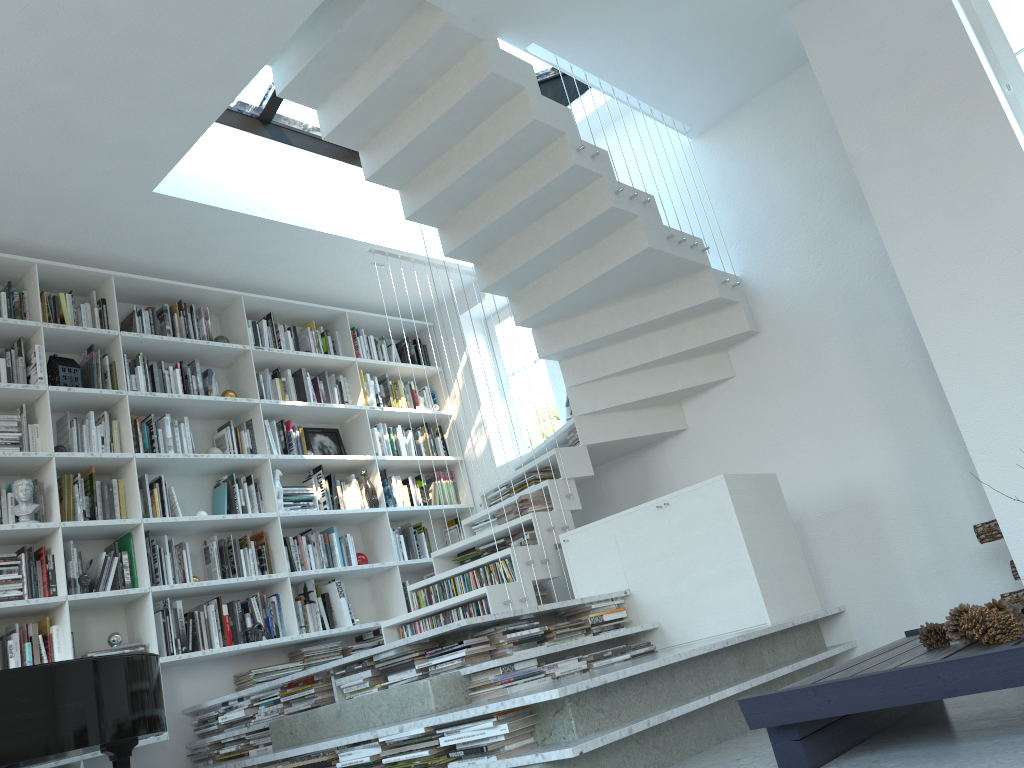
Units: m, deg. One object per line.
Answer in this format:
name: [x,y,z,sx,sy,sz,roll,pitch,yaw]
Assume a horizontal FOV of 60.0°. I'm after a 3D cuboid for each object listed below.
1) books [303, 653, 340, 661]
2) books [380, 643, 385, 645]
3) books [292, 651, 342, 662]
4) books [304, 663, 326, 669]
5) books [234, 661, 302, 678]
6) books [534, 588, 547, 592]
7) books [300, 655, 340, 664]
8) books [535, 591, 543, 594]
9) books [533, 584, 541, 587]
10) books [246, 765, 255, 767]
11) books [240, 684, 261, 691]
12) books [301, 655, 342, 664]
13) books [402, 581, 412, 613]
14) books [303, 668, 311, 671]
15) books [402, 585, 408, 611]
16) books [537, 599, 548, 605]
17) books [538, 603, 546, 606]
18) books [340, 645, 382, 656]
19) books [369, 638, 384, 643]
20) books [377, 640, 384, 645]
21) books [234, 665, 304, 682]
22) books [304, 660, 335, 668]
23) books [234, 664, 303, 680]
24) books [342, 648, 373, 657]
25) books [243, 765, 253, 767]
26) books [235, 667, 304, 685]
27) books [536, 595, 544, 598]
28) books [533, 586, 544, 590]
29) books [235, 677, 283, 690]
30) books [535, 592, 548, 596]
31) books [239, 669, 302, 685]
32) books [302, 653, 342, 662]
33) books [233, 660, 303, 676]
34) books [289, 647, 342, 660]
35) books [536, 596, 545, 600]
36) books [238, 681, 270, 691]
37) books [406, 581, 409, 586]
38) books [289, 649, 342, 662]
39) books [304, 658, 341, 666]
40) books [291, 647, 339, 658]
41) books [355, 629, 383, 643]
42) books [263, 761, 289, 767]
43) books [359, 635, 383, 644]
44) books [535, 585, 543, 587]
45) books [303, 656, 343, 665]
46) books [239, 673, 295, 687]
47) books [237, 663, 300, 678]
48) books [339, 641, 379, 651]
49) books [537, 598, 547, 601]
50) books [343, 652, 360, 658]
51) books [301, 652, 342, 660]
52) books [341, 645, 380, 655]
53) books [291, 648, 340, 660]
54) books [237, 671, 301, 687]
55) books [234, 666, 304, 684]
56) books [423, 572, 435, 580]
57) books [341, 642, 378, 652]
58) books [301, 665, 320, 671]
books: [-1.198,1.675,5.400,0.161,0.005,0.254,-28,-22,36]
books: [-0.829,1.695,5.751,0.283,0.010,0.169,-28,-22,36]
books: [-1.201,1.665,5.404,0.160,0.005,0.285,-28,-22,36]
books: [-1.186,1.716,5.389,0.161,0.007,0.254,-29,-22,38]
books: [-1.416,1.659,5.153,0.194,0.007,0.346,-27,-22,35]
books: [0.079,1.419,5.984,0.290,0.014,0.174,5,-26,-46]
books: [-1.197,1.686,5.398,0.161,0.005,0.254,-28,-22,37]
books: [0.078,1.434,5.985,0.189,0.013,0.215,-27,-22,35]
books: [0.066,1.389,5.999,0.183,0.012,0.206,-26,-21,33]
books: [-1.159,1.634,3.750,0.228,0.011,0.174,-28,-22,36]
books: [-1.396,1.733,5.123,0.308,0.008,0.195,3,-25,-44]
books: [-1.194,1.692,5.399,0.160,0.007,0.285,-28,-22,37]
books: [-0.743,1.452,5.906,0.183,0.233,0.014,-28,-22,37]
books: [-1.178,1.727,5.381,0.161,0.007,0.254,-26,-21,33]
books: [-0.767,1.460,5.882,0.165,0.214,0.031,-28,-22,37]
books: [0.094,1.491,5.953,0.188,0.027,0.254,-28,-22,37]
books: [0.107,1.513,5.939,0.204,0.028,0.163,5,-26,-46]
books: [-0.939,1.702,5.668,0.328,0.008,0.208,3,-24,-43]
books: [-0.837,1.666,5.759,0.165,0.015,0.243,4,-25,-45]
books: [-0.837,1.681,5.749,0.173,0.019,0.197,3,-24,-43]
books: [-1.405,1.677,5.141,0.194,0.007,0.346,-26,-21,33]
books: [-1.181,1.707,5.386,0.160,0.007,0.285,-26,-21,33]
books: [-1.413,1.673,5.149,0.346,0.007,0.194,5,-25,-46]
books: [-0.945,1.714,5.673,0.206,0.007,0.368,-28,-22,36]
books: [-1.171,1.626,3.741,0.225,0.005,0.193,-26,-21,34]
books: [-1.405,1.693,5.141,0.194,0.007,0.346,-27,-21,34]
books: [0.096,1.454,5.967,0.160,0.009,0.210,-29,-22,38]
books: [0.087,1.399,5.979,0.150,0.016,0.240,-28,-22,37]
books: [-1.402,1.721,5.132,0.194,0.007,0.346,-27,-22,35]
books: [0.089,1.444,5.974,0.171,0.017,0.286,-28,-22,36]
books: [-1.400,1.698,5.135,0.308,0.008,0.195,3,-24,-43]
books: [-1.195,1.679,5.397,0.160,0.005,0.285,-27,-22,35]
books: [-1.418,1.652,5.155,0.346,0.007,0.194,5,-25,-46]
books: [-1.201,1.644,5.409,0.160,0.005,0.285,-27,-21,34]
books: [0.095,1.467,5.966,0.169,0.014,0.212,-29,-22,38]
books: [-1.401,1.728,5.128,0.308,0.008,0.195,5,-25,-46]
books: [-0.730,1.452,5.925,0.152,0.237,0.030,-28,-22,37]
books: [-1.198,1.652,5.402,0.160,0.005,0.285,-26,-21,33]
books: [-1.189,1.704,5.393,0.161,0.007,0.254,-29,-22,38]
books: [-1.199,1.637,5.408,0.161,0.005,0.254,-26,-21,33]
books: [-0.859,1.622,5.760,0.267,0.035,0.204,-29,-22,38]
books: [-0.942,1.531,3.552,0.250,0.012,0.179,-27,-21,34]
books: [-0.842,1.649,5.763,0.286,0.012,0.159,-26,-21,34]
books: [0.071,1.396,5.994,0.174,0.006,0.251,-26,-21,34]
books: [-1.191,1.698,5.396,0.160,0.007,0.285,-29,-22,38]
books: [-1.398,1.712,5.129,0.195,0.008,0.308,-26,-21,33]
books: [-1.414,1.666,5.151,0.308,0.008,0.195,5,-25,-46]
books: [-0.953,1.677,5.682,0.368,0.007,0.206,5,-25,-46]
books: [0.089,1.481,5.971,0.189,0.006,0.249,-27,-22,35]
books: [-0.941,1.719,5.669,0.328,0.008,0.208,5,-25,-46]
books: [-1.200,1.670,5.402,0.160,0.005,0.285,-29,-22,38]
books: [-0.947,1.697,5.675,0.328,0.008,0.208,5,-25,-46]
books: [-1.198,1.648,5.406,0.254,0.005,0.161,3,-25,-44]
books: [-1.409,1.709,5.139,0.195,0.008,0.308,-28,-22,37]
books: [-1.409,1.687,5.144,0.346,0.007,0.194,5,-25,-46]
books: [-0.534,1.459,6.180,0.160,0.284,0.012,-28,-22,37]
books: [-0.944,1.680,5.674,0.206,0.007,0.368,-26,-21,33]
books: [-1.179,1.720,5.383,0.160,0.007,0.285,-26,-21,33]
